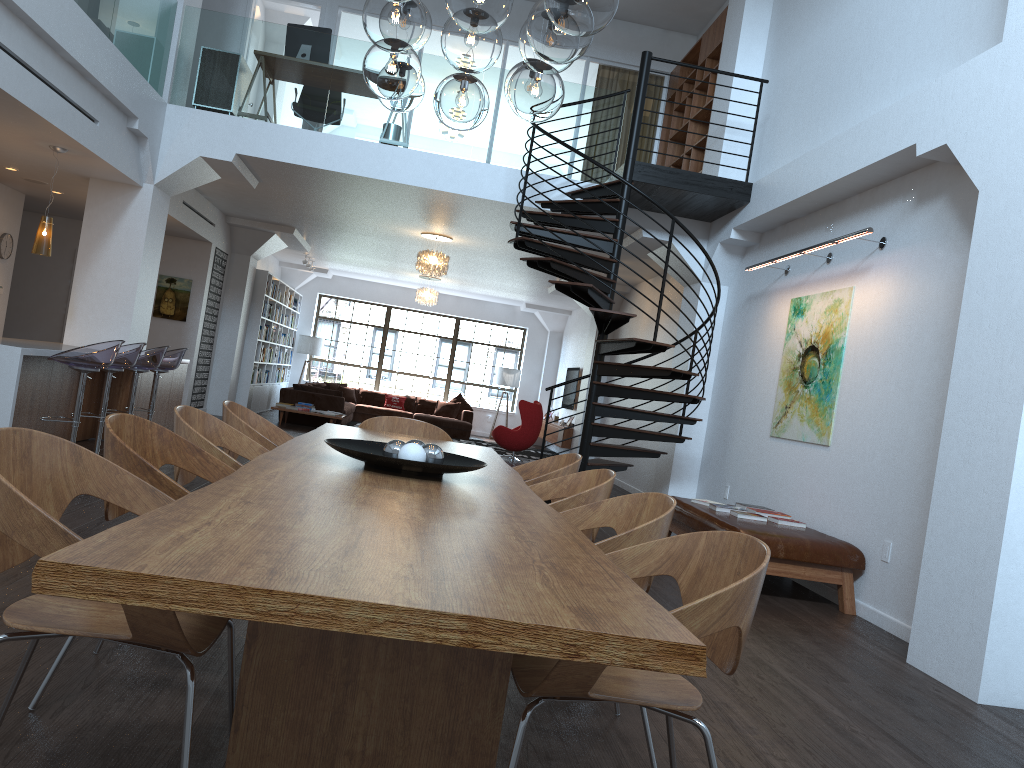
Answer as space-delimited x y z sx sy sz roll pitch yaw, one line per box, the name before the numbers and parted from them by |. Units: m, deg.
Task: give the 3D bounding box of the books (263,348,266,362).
books | -4.429 -0.521 15.565 0.183 0.253 0.034 9 0 -6

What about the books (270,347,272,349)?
books | -4.503 -0.546 16.234 0.176 0.290 0.036 9 0 -7

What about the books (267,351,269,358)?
books | -4.460 -0.522 15.899 0.160 0.250 0.026 9 0 -7

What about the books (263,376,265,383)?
books | -4.541 -0.101 16.063 0.110 0.153 0.019 9 0 -6

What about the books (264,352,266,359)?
books | -4.444 -0.521 15.671 0.160 0.250 0.026 9 0 -6

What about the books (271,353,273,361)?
books | -4.532 -0.523 16.417 0.174 0.240 0.045 9 0 -7

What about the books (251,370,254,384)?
books | -4.393 -0.132 14.713 0.174 0.240 0.054 9 0 -6

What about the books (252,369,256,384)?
books | -4.422 -0.142 14.906 0.180 0.251 0.048 9 0 -6

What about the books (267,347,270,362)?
books | -4.470 -0.543 15.963 0.176 0.290 0.053 9 0 -7

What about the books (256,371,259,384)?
books | -4.452 -0.120 15.227 0.161 0.223 0.030 9 0 -7

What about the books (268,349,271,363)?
books | -4.477 -0.525 16.040 0.183 0.253 0.034 9 0 -7

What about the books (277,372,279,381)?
books | -4.711 -0.160 17.521 0.174 0.240 0.045 9 0 -7

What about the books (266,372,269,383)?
books | -4.569 -0.128 16.315 0.146 0.202 0.027 9 0 -6

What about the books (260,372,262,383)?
books | -4.497 -0.139 15.590 0.174 0.236 0.142 9 0 -7

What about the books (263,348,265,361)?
books | -4.430 -0.522 15.531 0.183 0.253 0.034 9 0 -6

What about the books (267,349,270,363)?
books | -4.477 -0.525 16.006 0.183 0.253 0.034 9 0 -7

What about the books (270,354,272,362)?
books | -4.509 -0.531 16.282 0.180 0.259 0.060 9 0 -7

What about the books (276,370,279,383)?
books | -4.688 -0.164 17.401 0.183 0.253 0.034 9 0 -7

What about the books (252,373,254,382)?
books | -4.398 -0.124 14.789 0.161 0.223 0.032 9 0 -6

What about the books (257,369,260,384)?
books | -4.468 -0.142 15.336 0.171 0.246 0.039 9 0 -6

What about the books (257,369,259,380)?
books | -4.462 -0.147 15.263 0.183 0.253 0.042 9 0 -6

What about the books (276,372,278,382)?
books | -4.688 -0.164 17.367 0.183 0.253 0.034 9 0 -7

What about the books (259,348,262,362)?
books | -4.399 -0.515 15.241 0.171 0.246 0.057 9 0 -6

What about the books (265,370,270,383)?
books | -4.593 -0.146 16.480 0.140 0.231 0.042 9 0 -6

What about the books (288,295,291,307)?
books | -4.466 -1.643 17.469 0.171 0.246 0.057 9 0 -6

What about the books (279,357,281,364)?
books | -4.637 -0.557 17.430 0.176 0.293 0.125 9 0 -6

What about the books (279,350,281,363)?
books | -4.634 -0.556 17.367 0.197 0.290 0.136 9 0 -6

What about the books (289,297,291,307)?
books | -4.477 -1.648 17.551 0.183 0.253 0.034 9 0 -6

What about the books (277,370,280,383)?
books | -4.704 -0.165 17.561 0.183 0.253 0.034 9 0 -7

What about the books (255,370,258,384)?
books | -4.453 -0.134 15.151 0.176 0.231 0.053 9 0 -6

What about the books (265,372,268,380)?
books | -4.567 -0.123 16.256 0.139 0.191 0.036 9 0 -6

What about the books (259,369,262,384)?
books | -4.485 -0.147 15.501 0.183 0.253 0.042 9 0 -6

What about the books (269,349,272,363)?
books | -4.493 -0.526 16.200 0.183 0.253 0.034 9 0 -7

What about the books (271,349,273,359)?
books | -4.526 -0.530 16.378 0.183 0.253 0.034 9 0 -7

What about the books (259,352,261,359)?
books | -4.380 -0.493 15.153 0.144 0.207 0.048 9 0 -6

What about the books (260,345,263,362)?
books | -4.407 -0.538 15.323 0.176 0.290 0.053 9 0 -6

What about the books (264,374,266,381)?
books | -4.546 -0.108 16.100 0.120 0.167 0.020 9 0 -6

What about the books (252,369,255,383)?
books | -4.414 -0.141 14.824 0.183 0.253 0.042 9 0 -6

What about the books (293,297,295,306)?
books | -4.545 -1.655 18.107 0.183 0.253 0.042 9 0 -6

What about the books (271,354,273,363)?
books | -4.526 -0.514 16.453 0.161 0.223 0.026 9 0 -7

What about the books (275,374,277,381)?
books | -4.671 -0.161 17.260 0.160 0.250 0.026 9 0 -7

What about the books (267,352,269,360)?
books | -4.462 -0.508 15.925 0.161 0.223 0.026 9 0 -7

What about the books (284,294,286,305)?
books | -4.400 -1.626 16.897 0.161 0.223 0.032 9 0 -6

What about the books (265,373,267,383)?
books | -4.562 -0.116 16.227 0.128 0.178 0.021 9 0 -6

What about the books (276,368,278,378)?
books | -4.681 -0.182 17.324 0.176 0.290 0.053 9 0 -7

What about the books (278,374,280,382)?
books | -4.720 -0.170 17.643 0.180 0.259 0.060 9 0 -7

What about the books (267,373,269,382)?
books | -4.582 -0.130 16.396 0.146 0.202 0.027 9 0 -6

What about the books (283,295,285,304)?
books | -4.387 -1.631 16.731 0.174 0.236 0.136 9 0 -7

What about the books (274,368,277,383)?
books | -4.677 -0.179 17.213 0.198 0.284 0.066 9 0 -7

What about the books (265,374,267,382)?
books | -4.560 -0.113 16.200 0.126 0.173 0.032 9 0 -6

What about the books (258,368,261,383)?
books | -4.480 -0.150 15.414 0.180 0.259 0.042 9 0 -6

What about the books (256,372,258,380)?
books | -4.452 -0.129 15.195 0.161 0.223 0.033 9 0 -6

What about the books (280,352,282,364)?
books | -4.644 -0.533 17.518 0.174 0.242 0.105 9 0 -6

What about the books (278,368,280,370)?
books | -4.714 -0.185 17.595 0.176 0.290 0.036 9 0 -7

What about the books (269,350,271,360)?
books | -4.501 -0.521 16.160 0.174 0.240 0.045 9 0 -7

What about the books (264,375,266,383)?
books | -4.543 -0.105 16.127 0.106 0.162 0.032 9 0 -6

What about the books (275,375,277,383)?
books | -4.673 -0.147 17.286 0.161 0.223 0.026 9 0 -7
